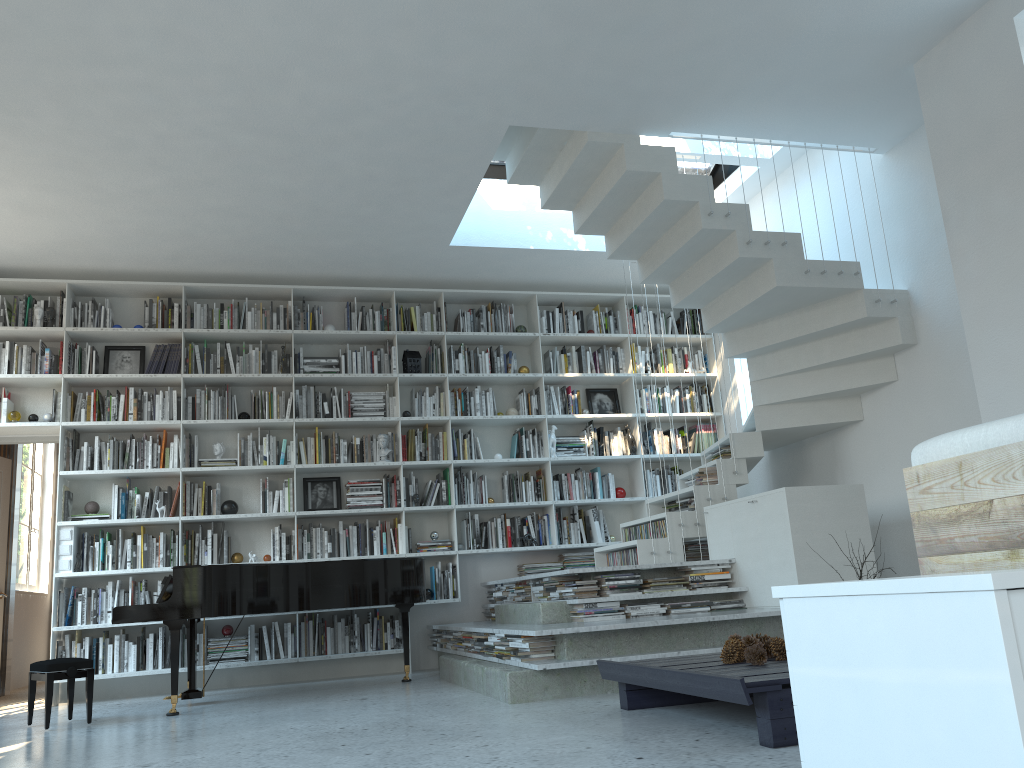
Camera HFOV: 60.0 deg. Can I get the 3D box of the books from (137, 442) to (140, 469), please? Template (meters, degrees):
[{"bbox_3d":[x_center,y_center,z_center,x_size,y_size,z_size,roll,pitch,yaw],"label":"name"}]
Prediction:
[{"bbox_3d":[-2.872,0.575,6.835,0.013,0.228,0.177,0,-14,-16],"label":"books"}]

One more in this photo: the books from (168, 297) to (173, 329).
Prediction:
[{"bbox_3d":[-2.750,-0.529,7.140,0.025,0.296,0.164,0,-14,-16],"label":"books"}]

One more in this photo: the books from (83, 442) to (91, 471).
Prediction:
[{"bbox_3d":[-3.223,0.573,6.733,0.022,0.235,0.177,0,-14,-16],"label":"books"}]

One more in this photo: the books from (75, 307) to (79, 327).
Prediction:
[{"bbox_3d":[-3.405,-0.479,6.964,0.032,0.209,0.158,0,-14,-16],"label":"books"}]

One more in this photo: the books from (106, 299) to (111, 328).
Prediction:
[{"bbox_3d":[-3.207,-0.517,7.044,0.015,0.292,0.131,0,-14,-16],"label":"books"}]

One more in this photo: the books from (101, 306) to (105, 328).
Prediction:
[{"bbox_3d":[-3.220,-0.486,6.998,0.021,0.213,0.174,0,-14,-16],"label":"books"}]

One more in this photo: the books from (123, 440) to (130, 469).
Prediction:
[{"bbox_3d":[-2.960,0.568,6.835,0.048,0.255,0.142,0,-14,-16],"label":"books"}]

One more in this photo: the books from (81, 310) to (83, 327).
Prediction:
[{"bbox_3d":[-3.370,-0.470,6.978,0.017,0.193,0.129,0,-14,-16],"label":"books"}]

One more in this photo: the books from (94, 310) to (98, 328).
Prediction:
[{"bbox_3d":[-3.269,-0.468,6.992,0.026,0.182,0.162,0,-14,-16],"label":"books"}]

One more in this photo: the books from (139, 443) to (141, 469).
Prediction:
[{"bbox_3d":[-2.862,0.579,6.849,0.013,0.227,0.152,0,-14,-16],"label":"books"}]

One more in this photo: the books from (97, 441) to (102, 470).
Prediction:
[{"bbox_3d":[-3.139,0.568,6.761,0.011,0.245,0.176,0,-14,-16],"label":"books"}]

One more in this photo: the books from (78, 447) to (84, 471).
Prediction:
[{"bbox_3d":[-3.258,0.590,6.736,0.042,0.208,0.143,0,-14,-16],"label":"books"}]

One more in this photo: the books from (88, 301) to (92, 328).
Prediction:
[{"bbox_3d":[-3.312,-0.506,6.987,0.016,0.260,0.154,0,-14,-16],"label":"books"}]

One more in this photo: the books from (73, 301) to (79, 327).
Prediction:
[{"bbox_3d":[-3.426,-0.502,6.964,0.007,0.258,0.157,0,-14,-16],"label":"books"}]

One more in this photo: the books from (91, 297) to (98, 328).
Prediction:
[{"bbox_3d":[-3.287,-0.519,6.980,0.015,0.279,0.191,0,-14,-16],"label":"books"}]

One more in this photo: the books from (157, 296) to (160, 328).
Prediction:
[{"bbox_3d":[-2.848,-0.532,7.148,0.014,0.320,0.137,0,-14,-16],"label":"books"}]

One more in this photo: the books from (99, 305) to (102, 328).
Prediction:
[{"bbox_3d":[-3.238,-0.487,7.001,0.013,0.219,0.181,0,-14,-16],"label":"books"}]

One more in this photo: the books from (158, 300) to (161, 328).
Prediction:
[{"bbox_3d":[-2.830,-0.517,7.133,0.013,0.282,0.167,0,-14,-16],"label":"books"}]

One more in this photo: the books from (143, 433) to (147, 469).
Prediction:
[{"bbox_3d":[-2.845,0.544,6.875,0.011,0.303,0.130,0,-14,-16],"label":"books"}]

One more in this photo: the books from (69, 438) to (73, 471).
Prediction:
[{"bbox_3d":[-3.319,0.557,6.704,0.027,0.265,0.176,0,-14,-16],"label":"books"}]

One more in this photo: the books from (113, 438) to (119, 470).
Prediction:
[{"bbox_3d":[-3.041,0.559,6.804,0.011,0.270,0.158,0,-14,-16],"label":"books"}]

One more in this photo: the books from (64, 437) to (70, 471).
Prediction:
[{"bbox_3d":[-3.367,0.554,6.719,0.012,0.284,0.160,0,-14,-16],"label":"books"}]

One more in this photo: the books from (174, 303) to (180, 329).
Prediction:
[{"bbox_3d":[-2.703,-0.505,7.159,0.031,0.253,0.178,0,-14,-16],"label":"books"}]

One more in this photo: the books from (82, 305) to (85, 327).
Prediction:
[{"bbox_3d":[-3.352,-0.489,6.970,0.013,0.224,0.177,0,-14,-16],"label":"books"}]

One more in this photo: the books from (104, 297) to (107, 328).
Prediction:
[{"bbox_3d":[-3.214,-0.523,7.031,0.007,0.300,0.146,0,-14,-16],"label":"books"}]

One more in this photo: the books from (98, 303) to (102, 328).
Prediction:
[{"bbox_3d":[-3.254,-0.501,7.010,0.013,0.252,0.129,0,-14,-16],"label":"books"}]

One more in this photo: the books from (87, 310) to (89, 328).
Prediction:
[{"bbox_3d":[-3.327,-0.470,6.988,0.014,0.192,0.146,0,-14,-16],"label":"books"}]

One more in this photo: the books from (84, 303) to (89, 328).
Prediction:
[{"bbox_3d":[-3.340,-0.496,6.981,0.016,0.242,0.156,0,-14,-16],"label":"books"}]

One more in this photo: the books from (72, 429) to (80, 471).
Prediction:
[{"bbox_3d":[-3.302,0.523,6.714,0.012,0.333,0.185,0,-14,-16],"label":"books"}]

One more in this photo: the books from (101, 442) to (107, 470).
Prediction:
[{"bbox_3d":[-3.116,0.575,6.791,0.049,0.242,0.139,0,-14,-16],"label":"books"}]

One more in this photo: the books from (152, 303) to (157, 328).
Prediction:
[{"bbox_3d":[-2.859,-0.503,7.110,0.028,0.248,0.156,0,-14,-16],"label":"books"}]

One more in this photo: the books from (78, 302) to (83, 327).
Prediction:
[{"bbox_3d":[-3.383,-0.500,6.967,0.012,0.248,0.180,0,-14,-16],"label":"books"}]

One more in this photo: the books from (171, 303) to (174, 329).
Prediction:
[{"bbox_3d":[-2.733,-0.505,7.165,0.022,0.260,0.152,0,-14,-16],"label":"books"}]

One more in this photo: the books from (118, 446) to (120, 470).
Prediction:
[{"bbox_3d":[-3.008,0.593,6.816,0.010,0.203,0.139,0,-14,-16],"label":"books"}]

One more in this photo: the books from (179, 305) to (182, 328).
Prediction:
[{"bbox_3d":[-2.673,-0.501,7.182,0.039,0.251,0.147,0,-14,-16],"label":"books"}]

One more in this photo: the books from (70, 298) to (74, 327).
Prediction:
[{"bbox_3d":[-3.450,-0.514,6.963,0.007,0.284,0.160,0,-14,-16],"label":"books"}]

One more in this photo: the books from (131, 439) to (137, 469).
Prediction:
[{"bbox_3d":[-2.913,0.565,6.841,0.021,0.256,0.156,0,-14,-16],"label":"books"}]

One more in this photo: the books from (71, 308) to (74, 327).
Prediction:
[{"bbox_3d":[-3.434,-0.477,6.950,0.017,0.203,0.143,0,-14,-16],"label":"books"}]

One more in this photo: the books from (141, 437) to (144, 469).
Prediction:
[{"bbox_3d":[-2.850,0.556,6.853,0.012,0.271,0.145,0,-14,-16],"label":"books"}]

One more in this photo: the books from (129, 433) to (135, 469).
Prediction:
[{"bbox_3d":[-2.928,0.542,6.831,0.013,0.299,0.152,0,-14,-16],"label":"books"}]

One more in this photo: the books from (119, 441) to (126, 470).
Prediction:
[{"bbox_3d":[-2.988,0.570,6.807,0.023,0.242,0.185,0,-14,-16],"label":"books"}]

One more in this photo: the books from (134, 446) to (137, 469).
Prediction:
[{"bbox_3d":[-2.891,0.590,6.841,0.021,0.204,0.130,0,-14,-16],"label":"books"}]

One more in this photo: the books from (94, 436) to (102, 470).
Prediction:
[{"bbox_3d":[-3.159,0.553,6.768,0.023,0.280,0.174,0,-14,-16],"label":"books"}]

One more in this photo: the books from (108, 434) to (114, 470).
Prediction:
[{"bbox_3d":[-3.070,0.545,6.789,0.011,0.292,0.184,0,-14,-16],"label":"books"}]

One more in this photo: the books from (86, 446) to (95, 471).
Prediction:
[{"bbox_3d":[-3.196,0.586,6.727,0.028,0.203,0.188,0,-14,-16],"label":"books"}]

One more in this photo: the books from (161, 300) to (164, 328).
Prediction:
[{"bbox_3d":[-2.806,-0.516,7.128,0.011,0.273,0.184,0,-14,-16],"label":"books"}]

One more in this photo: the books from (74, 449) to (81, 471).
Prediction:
[{"bbox_3d":[-3.275,0.598,6.710,0.037,0.181,0.189,0,-14,-16],"label":"books"}]

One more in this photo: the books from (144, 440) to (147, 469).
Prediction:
[{"bbox_3d":[-2.831,0.568,6.867,0.011,0.251,0.139,0,-14,-16],"label":"books"}]

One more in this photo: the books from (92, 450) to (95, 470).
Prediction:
[{"bbox_3d":[-3.183,0.604,6.773,0.021,0.187,0.129,0,-14,-16],"label":"books"}]

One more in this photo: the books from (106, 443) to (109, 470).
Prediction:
[{"bbox_3d":[-3.080,0.577,6.781,0.014,0.229,0.148,0,-14,-16],"label":"books"}]

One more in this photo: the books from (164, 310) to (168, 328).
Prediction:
[{"bbox_3d":[-2.774,-0.474,7.131,0.027,0.190,0.178,0,-14,-16],"label":"books"}]

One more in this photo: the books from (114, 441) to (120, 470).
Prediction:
[{"bbox_3d":[-3.018,0.571,6.790,0.024,0.236,0.167,0,-14,-16],"label":"books"}]

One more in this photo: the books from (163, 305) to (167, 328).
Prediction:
[{"bbox_3d":[-2.802,-0.499,7.156,0.013,0.254,0.129,0,-14,-16],"label":"books"}]

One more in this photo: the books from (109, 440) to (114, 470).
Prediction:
[{"bbox_3d":[-3.051,0.566,6.781,0.021,0.247,0.189,0,-14,-16],"label":"books"}]

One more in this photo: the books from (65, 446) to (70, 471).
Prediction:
[{"bbox_3d":[-3.344,0.589,6.707,0.026,0.208,0.155,0,-14,-16],"label":"books"}]

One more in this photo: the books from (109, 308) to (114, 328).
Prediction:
[{"bbox_3d":[-3.176,-0.478,7.035,0.013,0.209,0.137,0,-14,-16],"label":"books"}]

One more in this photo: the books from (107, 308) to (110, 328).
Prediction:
[{"bbox_3d":[-3.186,-0.477,7.022,0.014,0.201,0.171,0,-14,-16],"label":"books"}]

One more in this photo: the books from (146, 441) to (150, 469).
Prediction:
[{"bbox_3d":[-2.815,0.575,6.880,0.028,0.242,0.132,0,-14,-16],"label":"books"}]
